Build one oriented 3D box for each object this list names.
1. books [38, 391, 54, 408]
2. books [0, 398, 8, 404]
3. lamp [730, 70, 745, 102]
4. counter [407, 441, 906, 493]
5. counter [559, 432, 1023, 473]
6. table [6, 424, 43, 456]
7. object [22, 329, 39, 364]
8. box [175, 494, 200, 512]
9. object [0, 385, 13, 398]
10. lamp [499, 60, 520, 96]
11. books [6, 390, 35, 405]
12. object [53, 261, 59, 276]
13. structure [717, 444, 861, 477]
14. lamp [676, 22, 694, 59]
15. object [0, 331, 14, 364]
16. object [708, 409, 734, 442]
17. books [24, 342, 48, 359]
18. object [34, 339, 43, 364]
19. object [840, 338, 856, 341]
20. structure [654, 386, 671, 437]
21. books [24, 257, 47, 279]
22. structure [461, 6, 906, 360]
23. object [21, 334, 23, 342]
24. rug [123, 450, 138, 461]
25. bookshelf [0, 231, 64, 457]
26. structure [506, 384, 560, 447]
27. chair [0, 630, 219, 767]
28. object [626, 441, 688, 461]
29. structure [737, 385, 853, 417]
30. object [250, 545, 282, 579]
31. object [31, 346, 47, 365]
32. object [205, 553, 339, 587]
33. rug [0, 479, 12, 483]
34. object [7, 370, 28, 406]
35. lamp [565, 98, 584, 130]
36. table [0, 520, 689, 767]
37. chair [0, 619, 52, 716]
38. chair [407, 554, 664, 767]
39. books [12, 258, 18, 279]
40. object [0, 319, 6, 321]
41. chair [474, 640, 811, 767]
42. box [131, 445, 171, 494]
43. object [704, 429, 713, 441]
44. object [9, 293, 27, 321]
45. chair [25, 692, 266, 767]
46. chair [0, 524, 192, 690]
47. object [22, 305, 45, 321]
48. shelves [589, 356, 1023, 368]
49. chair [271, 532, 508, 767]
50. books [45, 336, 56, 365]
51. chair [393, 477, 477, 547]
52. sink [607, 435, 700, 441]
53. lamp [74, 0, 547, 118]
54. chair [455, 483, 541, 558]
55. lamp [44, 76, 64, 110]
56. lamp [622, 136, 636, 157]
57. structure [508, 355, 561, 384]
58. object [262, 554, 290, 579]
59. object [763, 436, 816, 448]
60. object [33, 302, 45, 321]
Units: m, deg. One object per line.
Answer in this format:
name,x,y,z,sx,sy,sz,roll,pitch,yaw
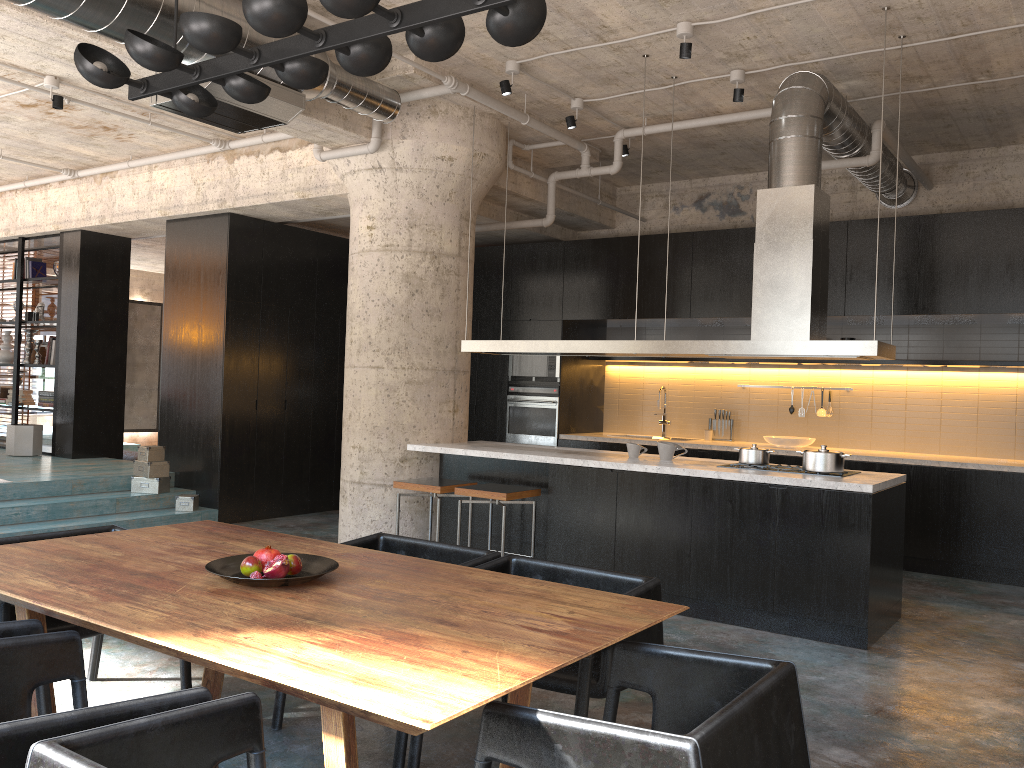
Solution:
books,-5.556,0.187,10.841,0.393,0.197,0.274,2,0,34
books,-6.464,0.220,11.333,0.319,0.068,0.231,2,0,26
lamp,1.633,-2.150,6.432,0.107,0.236,0.145,2,0,17
counter,0.895,0.563,6.469,3.500,0.046,1.000,2,0,34
counter,2.586,0.683,8.677,4.360,0.142,1.000,2,0,34
table,-5.557,0.636,10.110,0.365,0.340,0.316,2,0,-26
object,-6.104,-0.469,11.224,0.191,0.447,0.192,2,0,-8
box,-3.087,1.129,8.435,0.172,0.140,0.187,2,0,-3
object,-6.691,0.132,11.663,0.335,0.231,0.284,2,0,34
lamp,-0.014,-2.209,6.430,0.145,0.236,0.107,2,0,17
books,-6.179,0.170,11.159,0.257,0.188,0.306,2,0,-1
object,-5.308,-1.350,10.718,0.434,0.217,0.430,2,0,37
structure,1.858,0.480,5.923,0.833,0.187,0.506,2,0,34
lamp,1.096,-2.173,5.640,0.107,0.236,0.145,2,0,17
object,-6.610,-0.480,11.608,0.265,0.432,0.265,2,0,-12
object,2.210,0.433,9.373,0.291,0.336,0.060,2,0,28
books,-6.128,-0.397,11.411,0.547,0.299,0.147,2,0,34
object,-5.721,-0.386,10.711,0.099,0.301,0.099,2,0,28
object,3.118,-0.357,8.671,0.462,0.240,0.334,2,0,31
structure,1.616,0.300,9.593,0.125,0.559,0.269,2,0,34
books,-5.915,-1.416,10.973,0.258,0.298,0.221,2,0,34
structure,1.075,-1.247,6.384,3.117,2.100,0.538,2,0,34
object,-6.363,-0.453,11.434,0.121,0.395,0.062,2,0,37
rug,-5.461,1.090,12.188,1.759,0.377,0.541,2,0,34
bookshelf,-6.173,-0.487,11.164,2.900,2.571,0.628,2,0,34
structure,0.362,0.341,9.872,0.664,0.651,0.649,2,0,34
chair,-1.162,1.027,2.085,0.707,0.738,0.754,2,0,39
object,1.041,0.479,6.435,0.437,0.133,0.188,2,0,35
structure,2.863,0.178,9.047,1.171,0.315,0.074,2,0,34
object,-0.829,0.602,2.995,0.100,0.097,0.219,2,0,-12
object,-5.933,-0.353,11.132,0.189,0.230,0.190,2,0,-11
object,-0.805,0.616,2.990,0.435,0.079,0.435,2,0,-19
rug,-8.345,0.692,8.623,7.768,0.032,2.954,2,0,34
object,-6.078,0.052,10.890,0.218,0.433,0.218,2,0,26
lamp,0.509,-2.186,7.203,0.145,0.236,0.107,2,0,17
table,-0.808,1.034,2.954,2.410,0.756,1.299,2,0,34
chair,-1.833,1.004,2.601,0.707,0.738,0.754,2,0,39
chair,0.126,1.080,3.322,0.707,0.738,0.754,2,0,34
books,-6.118,-1.419,11.114,0.231,0.290,0.216,2,0,34
object,-6.648,-0.826,11.378,0.227,0.024,0.166,2,0,13
chair,0.347,1.083,2.186,0.754,0.738,0.707,2,0,34
box,-3.449,0.815,8.484,0.331,0.441,0.280,2,0,23
object,2.067,0.537,9.344,0.092,0.117,0.092,2,0,-17
object,-6.341,-0.964,11.396,0.178,0.394,0.180,2,0,28
chair,-0.496,1.050,1.656,0.707,0.738,0.754,2,0,34
chair,-1.829,1.009,3.652,0.754,0.738,0.707,2,0,34
object,-5.794,-0.852,10.767,0.409,0.200,0.200,2,0,44
shelves,2.781,-0.226,8.918,4.362,0.043,0.403,2,0,34
chair,-0.476,1.059,3.740,0.707,0.738,0.754,2,0,34
books,-5.535,-0.405,10.785,0.256,0.354,0.216,2,0,34
chair,-0.589,1.087,6.700,0.450,0.698,0.450,2,0,34
sink,1.512,0.638,9.468,0.890,0.134,0.458,2,0,34
lamp,-0.719,-1.715,2.960,1.813,1.327,0.583,2,0,34
chair,-0.112,1.103,6.436,0.450,0.698,0.450,2,0,34
lamp,-3.492,-2.215,6.746,0.107,0.215,0.141,2,0,17
lamp,1.041,-2.163,7.989,0.145,0.236,0.107,2,0,17
structure,0.409,-0.223,9.912,0.659,0.450,0.612,2,0,34
object,-0.781,0.609,2.940,0.088,0.082,0.110,2,0,-16
object,2.711,0.570,8.678,0.490,0.093,0.490,2,0,31
object,-5.984,-0.896,11.192,0.252,0.280,0.131,2,0,42
